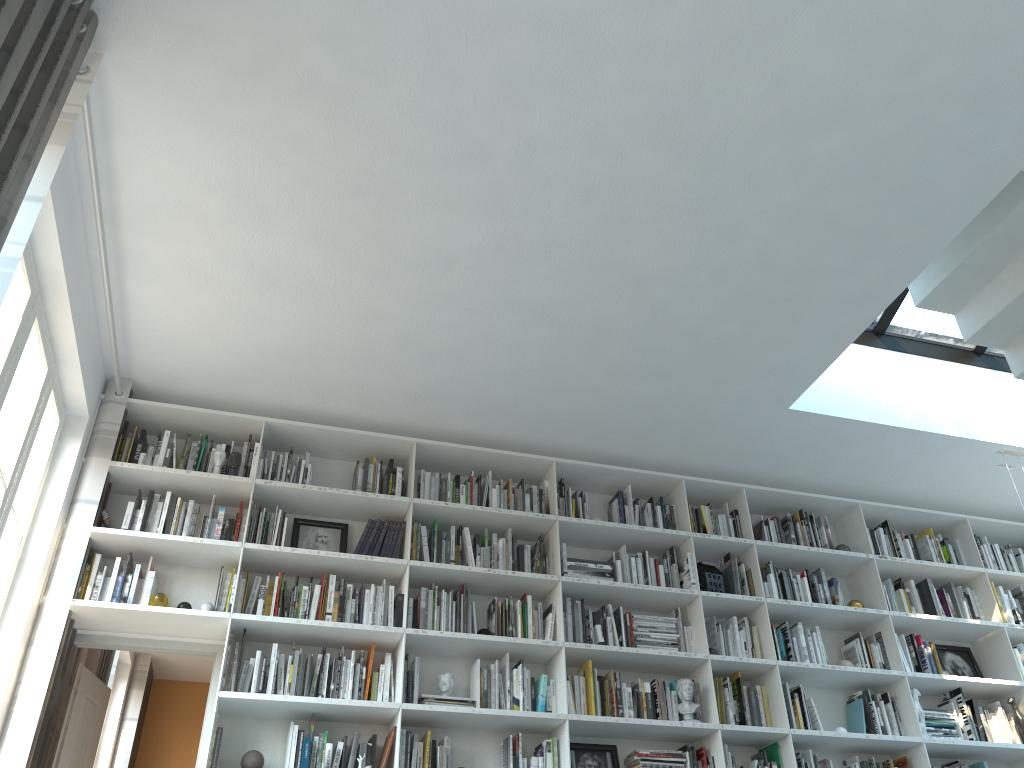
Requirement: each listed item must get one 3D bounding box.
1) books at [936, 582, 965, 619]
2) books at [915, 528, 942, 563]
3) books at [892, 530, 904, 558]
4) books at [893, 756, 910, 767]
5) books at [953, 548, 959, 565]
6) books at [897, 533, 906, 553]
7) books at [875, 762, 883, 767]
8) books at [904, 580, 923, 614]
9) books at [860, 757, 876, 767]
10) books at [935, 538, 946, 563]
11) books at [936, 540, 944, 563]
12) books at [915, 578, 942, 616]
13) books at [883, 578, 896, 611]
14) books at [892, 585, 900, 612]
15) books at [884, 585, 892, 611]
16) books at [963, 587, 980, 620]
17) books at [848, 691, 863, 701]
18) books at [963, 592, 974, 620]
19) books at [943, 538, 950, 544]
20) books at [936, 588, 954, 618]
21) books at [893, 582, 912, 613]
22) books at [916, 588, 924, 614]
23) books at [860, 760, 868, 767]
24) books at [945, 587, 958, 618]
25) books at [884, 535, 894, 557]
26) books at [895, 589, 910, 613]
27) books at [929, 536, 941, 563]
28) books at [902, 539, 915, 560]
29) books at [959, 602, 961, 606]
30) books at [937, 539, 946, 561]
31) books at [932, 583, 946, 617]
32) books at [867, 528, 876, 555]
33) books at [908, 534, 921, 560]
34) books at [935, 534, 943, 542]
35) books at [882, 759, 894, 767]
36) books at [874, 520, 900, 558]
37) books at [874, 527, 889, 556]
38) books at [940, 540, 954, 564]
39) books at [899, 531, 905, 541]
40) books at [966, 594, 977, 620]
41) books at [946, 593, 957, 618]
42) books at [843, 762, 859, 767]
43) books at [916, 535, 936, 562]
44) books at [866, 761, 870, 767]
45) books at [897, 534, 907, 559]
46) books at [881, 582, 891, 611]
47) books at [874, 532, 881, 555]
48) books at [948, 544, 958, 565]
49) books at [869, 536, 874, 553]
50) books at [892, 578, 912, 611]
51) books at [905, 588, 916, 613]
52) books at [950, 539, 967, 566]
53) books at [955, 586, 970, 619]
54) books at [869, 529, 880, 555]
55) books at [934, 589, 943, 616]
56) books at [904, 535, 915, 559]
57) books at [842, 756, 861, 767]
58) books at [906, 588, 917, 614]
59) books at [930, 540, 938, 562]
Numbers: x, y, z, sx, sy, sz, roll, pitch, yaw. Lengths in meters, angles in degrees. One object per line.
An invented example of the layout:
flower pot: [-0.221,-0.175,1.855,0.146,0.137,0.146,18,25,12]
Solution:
books: [2.829,1.454,5.741,0.022,0.293,0.181,9,-36,-14]
books: [2.811,1.149,5.964,0.007,0.319,0.166,9,-36,-14]
books: [2.519,1.125,5.871,0.014,0.260,0.169,9,-36,-14]
books: [2.193,2.250,4.952,0.007,0.294,0.163,9,-36,-14]
books: [2.962,1.231,5.989,0.031,0.210,0.132,9,-36,-14]
books: [2.555,1.139,5.885,0.021,0.252,0.152,9,-36,-14]
books: [2.008,2.235,4.888,0.018,0.249,0.185,9,-36,-14]
books: [2.549,1.418,5.675,0.026,0.286,0.157,9,-36,-14]
books: [1.988,2.234,4.915,0.007,0.283,0.160,9,-36,-14]
books: [2.835,1.182,5.948,0.031,0.247,0.165,9,-36,-14]
books: [2.820,1.184,5.932,0.007,0.224,0.171,9,-36,-14]
books: [2.612,1.411,5.649,0.032,0.264,0.247,9,-36,-14]
books: [2.373,1.397,5.637,0.052,0.280,0.167,9,-36,-14]
books: [2.408,1.421,5.644,0.026,0.249,0.131,9,-36,-14]
books: [2.342,1.411,5.616,0.013,0.235,0.142,9,-36,-14]
books: [2.969,1.490,5.785,0.026,0.282,0.147,9,-36,-14]
books: [2.026,1.944,5.141,0.016,0.288,0.136,9,-36,-14]
books: [2.911,1.494,5.753,0.030,0.239,0.163,9,-36,-14]
books: [2.936,1.196,5.997,0.025,0.277,0.137,9,-36,-14]
books: [2.749,1.462,5.703,0.014,0.238,0.190,9,-36,-14]
books: [2.462,1.414,5.645,0.026,0.259,0.168,9,-36,-14]
books: [2.570,1.447,5.675,0.025,0.237,0.143,9,-36,-14]
books: [1.936,2.232,4.890,0.015,0.260,0.150,9,-36,-14]
books: [2.804,1.471,5.737,0.023,0.262,0.157,9,-36,-14]
books: [2.454,1.131,5.851,0.030,0.229,0.149,9,-36,-14]
books: [2.439,1.429,5.620,0.025,0.206,0.176,9,-36,-14]
books: [2.784,1.173,5.937,0.016,0.250,0.190,9,-36,-14]
books: [2.581,1.156,5.865,0.024,0.201,0.191,9,-36,-14]
books: [2.856,1.484,5.743,0.011,0.247,0.152,9,-36,-14]
books: [2.854,1.191,5.968,0.017,0.255,0.147,9,-36,-14]
books: [2.712,1.453,5.726,0.048,0.281,0.163,9,-36,-14]
books: [2.308,1.097,5.816,0.025,0.249,0.179,9,-36,-14]
books: [2.643,1.150,5.906,0.030,0.256,0.165,9,-36,-14]
books: [2.889,1.178,5.988,0.020,0.297,0.132,9,-36,-14]
books: [2.090,2.244,4.923,0.006,0.272,0.174,9,-36,-14]
books: [2.478,1.088,5.877,0.014,0.330,0.181,9,-36,-14]
books: [2.417,1.105,5.854,0.048,0.276,0.151,9,-36,-14]
books: [2.877,1.190,5.949,0.018,0.233,0.187,9,-36,-14]
books: [2.589,1.143,5.912,0.012,0.277,0.154,9,-36,-14]
books: [2.946,1.509,5.768,0.022,0.232,0.159,9,-36,-14]
books: [2.781,1.481,5.711,0.031,0.216,0.166,9,-36,-14]
books: [1.889,2.229,4.877,0.019,0.250,0.131,9,-36,-14]
books: [2.754,1.162,5.924,0.019,0.254,0.170,9,-36,-14]
books: [1.947,2.235,4.892,0.008,0.257,0.159,9,-36,-14]
books: [2.537,1.139,5.868,0.022,0.235,0.173,9,-36,-14]
books: [2.330,1.403,5.620,0.012,0.252,0.161,9,-36,-14]
books: [2.357,1.115,5.825,0.024,0.229,0.169,9,-36,-14]
books: [2.916,1.210,5.957,0.029,0.208,0.170,9,-36,-14]
books: [2.290,1.115,5.782,0.022,0.181,0.191,9,-36,-14]
books: [2.477,1.407,5.666,0.011,0.294,0.163,9,-36,-14]
books: [2.498,1.439,5.650,0.030,0.223,0.158,9,-36,-14]
books: [2.995,1.202,5.993,0.026,0.261,0.164,9,-36,-14]
books: [2.881,1.473,5.748,0.036,0.270,0.178,9,-36,-14]
books: [2.335,1.102,5.816,0.026,0.240,0.185,9,-36,-14]
books: [2.667,1.451,5.676,0.030,0.228,0.188,9,-36,-14]
books: [2.619,1.156,5.910,0.012,0.252,0.161,9,-36,-14]
books: [1.902,2.224,4.902,0.016,0.288,0.132,9,-36,-14]
books: [2.519,1.447,5.671,0.024,0.234,0.147,9,-36,-14]
books: [2.767,1.180,5.919,0.008,0.219,0.183,9,-36,-14]
